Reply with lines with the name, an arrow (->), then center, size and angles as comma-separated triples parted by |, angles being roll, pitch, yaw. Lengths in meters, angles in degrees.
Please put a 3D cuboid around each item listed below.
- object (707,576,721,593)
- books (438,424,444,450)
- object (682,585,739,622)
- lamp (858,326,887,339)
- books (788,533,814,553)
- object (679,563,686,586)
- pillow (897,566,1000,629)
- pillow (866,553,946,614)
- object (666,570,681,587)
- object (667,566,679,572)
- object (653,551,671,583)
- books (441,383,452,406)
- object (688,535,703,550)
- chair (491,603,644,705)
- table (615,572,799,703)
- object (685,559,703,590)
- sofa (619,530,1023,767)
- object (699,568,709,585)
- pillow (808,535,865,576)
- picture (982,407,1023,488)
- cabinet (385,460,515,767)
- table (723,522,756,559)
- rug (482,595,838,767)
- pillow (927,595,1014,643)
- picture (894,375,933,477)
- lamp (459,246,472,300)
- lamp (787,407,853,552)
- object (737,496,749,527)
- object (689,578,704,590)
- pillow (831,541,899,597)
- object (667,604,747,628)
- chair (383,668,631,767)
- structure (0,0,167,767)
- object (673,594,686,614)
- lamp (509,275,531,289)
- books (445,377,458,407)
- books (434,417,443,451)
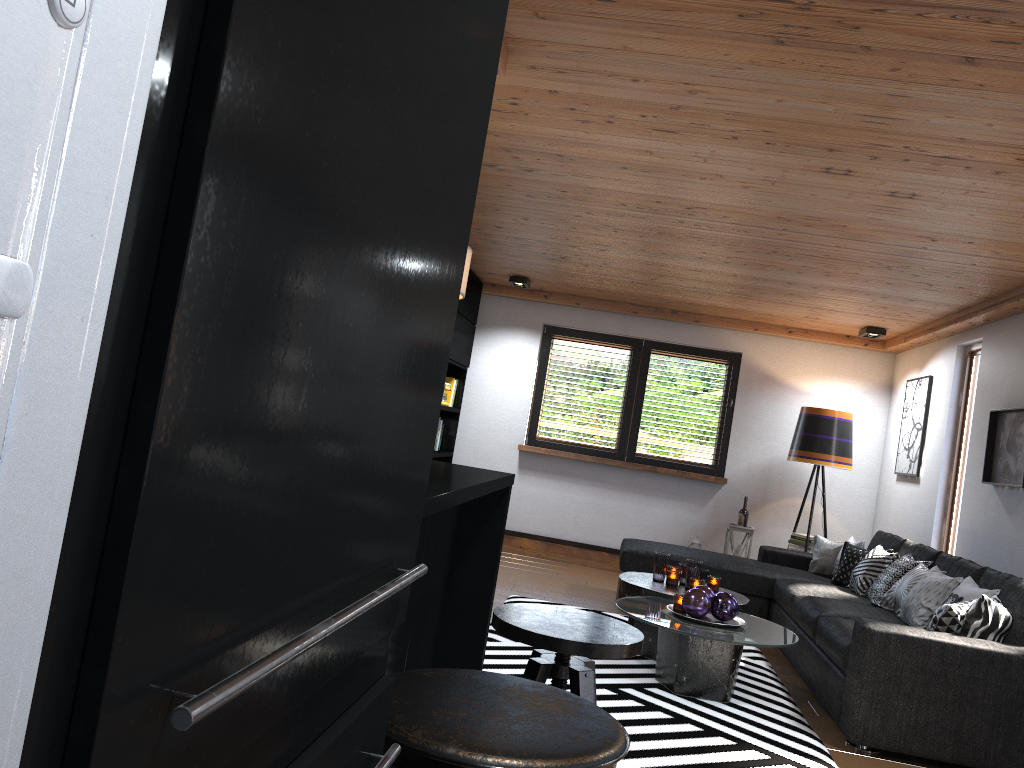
object -> 1.166, 1.158, 5.127 | 0.078, 0.081, 0.080 | 8, -3, 22
books -> -0.727, 0.458, 7.858 | 0.188, 0.238, 0.290 | 9, -3, 6
object -> 0.962, 1.083, 4.403 | 0.285, 0.143, 0.263 | 10, -3, -9
lamp -> 2.937, -0.424, 7.226 | 0.155, 0.068, 0.261 | 9, -3, 8
books -> 2.435, 1.330, 7.309 | 0.221, 0.159, 0.253 | 11, -3, -26
object -> 1.023, 1.118, 5.179 | 0.114, 0.122, 0.113 | 10, -3, -17
pillow -> 2.254, 1.146, 4.612 | 0.283, 0.329, 0.726 | 9, -3, -3
pillow -> 2.321, 1.201, 5.257 | 0.274, 0.356, 0.729 | 9, -3, 8
object -> 0.922, 1.117, 5.084 | 0.078, 0.081, 0.080 | 8, -3, 22
object -> 0.961, 1.132, 5.284 | 0.078, 0.081, 0.080 | 8, -3, 22
object -> 0.865, 1.068, 5.166 | 0.095, 0.168, 0.094 | 11, -4, -22
books -> -0.674, 0.074, 7.662 | 0.259, 0.197, 0.296 | 9, -3, 10
object -> 1.574, 1.540, 7.684 | 0.252, 0.462, 0.251 | 9, -3, 7
chair -> 0.077, 0.924, 2.091 | 0.392, 0.722, 0.393 | 9, -3, 7
table -> 0.974, 1.336, 4.684 | 0.893, 0.372, 1.527 | 9, -3, 8
object -> 1.032, 1.090, 5.063 | 0.095, 0.168, 0.094 | 11, -4, -22
sofa -> 1.687, 1.269, 5.328 | 2.083, 0.819, 3.094 | 9, -3, 7
object -> 1.117, 1.149, 5.262 | 0.091, 0.099, 0.093 | 6, -4, 44
pillow -> 2.360, 1.258, 6.395 | 0.218, 0.347, 0.564 | 10, -3, -12
picture -> 2.886, 0.368, 5.131 | 0.066, 0.451, 0.560 | 9, -3, 8
cabinet -> -0.385, 0.679, 1.819 | 0.428, 1.011, 1.628 | 9, -3, 8
table -> 1.916, 1.517, 7.598 | 0.226, 0.609, 0.225 | 9, -3, 7
rug -> 0.617, 1.467, 4.532 | 1.657, 0.020, 2.905 | 9, -3, 7
pillow -> 2.122, 1.124, 4.095 | 0.540, 0.346, 0.297 | 11, -4, -32
picture -> 3.176, 0.337, 7.026 | 0.020, 0.782, 0.563 | 9, -3, 8
lamp -> -0.252, -0.065, 1.961 | 0.246, 0.516, 0.248 | 9, -3, 11
lamp -> 3.015, 1.150, 7.471 | 1.637, 1.701, 0.520 | 10, -4, -15
object -> 1.993, 1.109, 7.619 | 0.088, 0.286, 0.087 | 11, -4, -30
object -> 1.024, 1.126, 4.931 | 0.078, 0.081, 0.080 | 8, -3, 22
pillow -> 2.368, 1.241, 5.887 | 0.311, 0.364, 0.668 | 9, -3, 3
object -> 0.960, 1.149, 4.385 | 0.391, 0.022, 0.398 | 8, -3, 26
chair -> -0.084, 0.868, 1.399 | 0.439, 0.717, 0.442 | 9, -3, 11
structure -> -0.183, -0.140, 0.062 | 0.039, 0.672, 0.594 | 9, -3, 8
object -> 0.843, 1.099, 4.430 | 0.078, 0.081, 0.080 | 8, -3, 22
lamp -> 0.069, -0.874, 7.563 | 0.155, 0.068, 0.261 | 9, -3, 8
books -> -0.613, 0.066, 7.919 | 0.212, 0.261, 0.211 | 9, -3, 7
books -> -0.751, 0.408, 7.537 | 0.221, 0.296, 0.345 | 9, -3, 7
